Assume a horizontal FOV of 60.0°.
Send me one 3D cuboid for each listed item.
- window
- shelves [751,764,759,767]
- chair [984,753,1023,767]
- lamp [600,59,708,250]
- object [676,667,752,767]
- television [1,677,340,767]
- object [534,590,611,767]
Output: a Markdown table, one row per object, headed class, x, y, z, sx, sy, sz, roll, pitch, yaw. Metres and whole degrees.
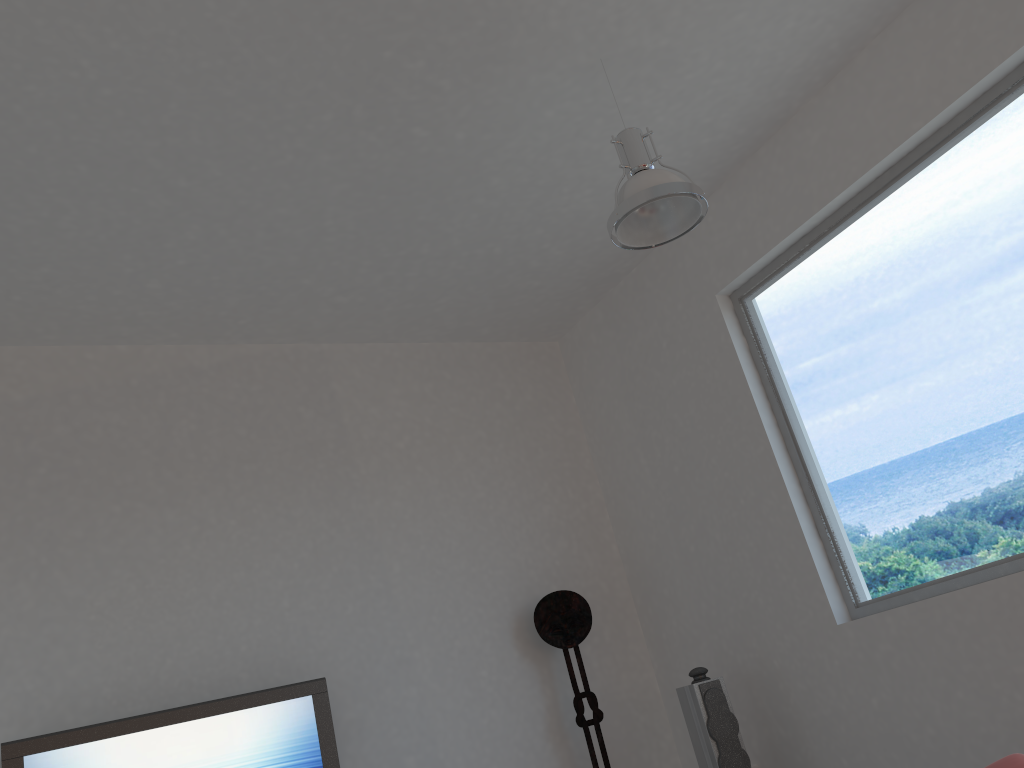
| class | x | y | z | sx | sy | sz | roll | pitch | yaw |
| --- | --- | --- | --- | --- | --- | --- | --- | --- | --- |
| window | 1.989 | -0.189 | 3.652 | 0.100 | 1.800 | 2.400 | -2 | -24 | -30 |
| shelves | -1.216 | 2.248 | 3.532 | 5.500 | 0.050 | 0.650 | -2 | -24 | -30 |
| chair | 1.674 | 1.068 | 1.760 | 1.288 | 0.738 | 0.951 | -21 | -22 | 16 |
| lamp | 0.455 | -0.966 | 3.468 | 0.379 | 0.800 | 0.379 | -17 | -21 | 6 |
| object | 1.078 | 1.993 | 4.342 | 0.255 | 1.184 | 0.273 | -8 | -22 | -17 |
| television | -1.388 | 1.861 | 3.793 | 1.356 | 0.919 | 0.343 | -2 | -24 | -30 |
| object | 0.387 | 1.701 | 4.885 | 0.331 | 1.130 | 0.108 | -12 | -21 | -7 |
